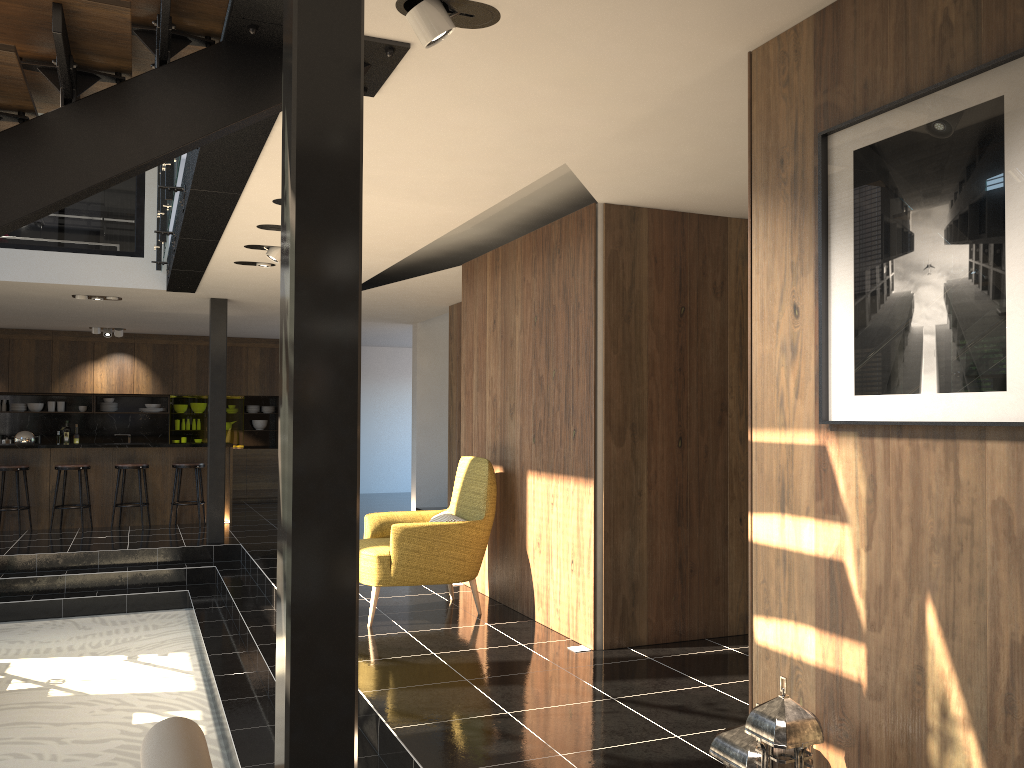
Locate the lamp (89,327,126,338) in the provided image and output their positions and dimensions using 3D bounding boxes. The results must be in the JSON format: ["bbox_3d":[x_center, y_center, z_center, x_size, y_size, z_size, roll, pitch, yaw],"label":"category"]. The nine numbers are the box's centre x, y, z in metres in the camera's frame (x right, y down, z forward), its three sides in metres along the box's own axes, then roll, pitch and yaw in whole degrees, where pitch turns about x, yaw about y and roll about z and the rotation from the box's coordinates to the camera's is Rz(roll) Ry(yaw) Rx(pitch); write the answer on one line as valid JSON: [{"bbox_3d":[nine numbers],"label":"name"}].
[{"bbox_3d":[-6.034,-0.838,13.234,0.501,0.280,0.349,1,-2,-23],"label":"lamp"}]

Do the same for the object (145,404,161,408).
[{"bbox_3d":[-5.901,0.374,14.579,0.254,0.088,0.254,0,-2,2],"label":"object"}]

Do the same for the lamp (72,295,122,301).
[{"bbox_3d":[-4.572,-1.008,9.779,0.501,0.194,0.349,1,-2,-23],"label":"lamp"}]

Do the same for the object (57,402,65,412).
[{"bbox_3d":[-7.134,0.361,14.028,0.109,0.161,0.109,1,-2,-10],"label":"object"}]

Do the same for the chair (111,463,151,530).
[{"bbox_3d":[-4.715,1.392,10.990,0.412,0.799,0.413,1,-2,-14],"label":"chair"}]

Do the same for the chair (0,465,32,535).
[{"bbox_3d":[-5.931,1.366,10.476,0.412,0.799,0.413,1,-2,-14],"label":"chair"}]

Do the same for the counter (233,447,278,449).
[{"bbox_3d":[-6.117,1.049,14.295,4.591,0.005,0.863,1,-2,-23],"label":"counter"}]

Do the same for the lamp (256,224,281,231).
[{"bbox_3d":[-1.591,-1.125,6.146,0.346,0.177,0.195,1,-2,-23],"label":"lamp"}]

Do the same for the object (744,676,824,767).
[{"bbox_3d":[0.781,1.165,2.548,0.182,0.642,0.182,1,-2,-23],"label":"object"}]

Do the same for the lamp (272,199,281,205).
[{"bbox_3d":[-1.289,-1.152,5.431,0.346,0.177,0.195,1,-2,-23],"label":"lamp"}]

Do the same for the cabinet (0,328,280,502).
[{"bbox_3d":[-6.116,0.563,14.301,6.893,2.689,0.869,1,-2,-23],"label":"cabinet"}]

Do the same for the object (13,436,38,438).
[{"bbox_3d":[-7.442,0.865,13.554,0.278,0.218,0.300,0,-2,10],"label":"object"}]

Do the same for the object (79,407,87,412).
[{"bbox_3d":[-6.856,0.412,14.170,0.122,0.072,0.122,0,-2,2],"label":"object"}]

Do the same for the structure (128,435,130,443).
[{"bbox_3d":[-6.197,0.924,14.112,0.243,0.231,0.174,1,-2,-23],"label":"structure"}]

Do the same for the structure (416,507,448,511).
[{"bbox_3d":[0.887,0.257,9.527,1.964,3.016,6.664,1,-2,-23],"label":"structure"}]

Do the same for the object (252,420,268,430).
[{"bbox_3d":[-4.330,0.706,15.233,0.264,0.170,0.264,-1,-3,42],"label":"object"}]

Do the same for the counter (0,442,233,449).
[{"bbox_3d":[-5.418,0.777,11.190,3.574,0.041,0.698,1,-2,-23],"label":"counter"}]

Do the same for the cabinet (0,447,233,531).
[{"bbox_3d":[-5.418,1.295,11.178,3.564,0.993,0.698,1,-2,-23],"label":"cabinet"}]

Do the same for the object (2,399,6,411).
[{"bbox_3d":[-7.871,0.332,13.742,0.060,0.185,0.060,-1,-2,36],"label":"object"}]

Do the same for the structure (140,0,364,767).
[{"bbox_3d":[-1.685,0.372,1.847,3.782,3.243,1.149,1,-2,-23],"label":"structure"}]

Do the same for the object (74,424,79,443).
[{"bbox_3d":[-6.978,0.841,14.207,0.077,0.395,0.077,0,-2,19],"label":"object"}]

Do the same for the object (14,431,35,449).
[{"bbox_3d":[-5.921,0.681,10.779,0.227,0.228,0.227,-1,-2,28],"label":"object"}]

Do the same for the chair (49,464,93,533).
[{"bbox_3d":[-5.323,1.379,10.733,0.412,0.799,0.413,1,-2,-14],"label":"chair"}]

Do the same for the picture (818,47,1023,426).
[{"bbox_3d":[1.114,-0.343,2.427,0.028,0.911,0.748,1,-2,-23],"label":"picture"}]

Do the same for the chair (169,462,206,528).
[{"bbox_3d":[-4.107,1.405,11.246,0.412,0.799,0.413,1,-2,-14],"label":"chair"}]

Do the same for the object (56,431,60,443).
[{"bbox_3d":[-7.212,0.890,14.094,0.058,0.287,0.058,1,-1,-10],"label":"object"}]

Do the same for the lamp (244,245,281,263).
[{"bbox_3d":[-1.893,-1.064,6.858,0.346,0.247,0.195,1,-2,-23],"label":"lamp"}]

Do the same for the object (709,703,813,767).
[{"bbox_3d":[0.783,1.254,2.796,0.262,0.483,0.262,1,-2,-23],"label":"object"}]

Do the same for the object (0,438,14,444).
[{"bbox_3d":[-7.725,0.892,13.559,0.195,0.143,0.210,-1,-2,25],"label":"object"}]

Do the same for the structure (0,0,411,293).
[{"bbox_3d":[-3.222,0.093,5.318,3.447,4.866,7.282,1,-2,-24],"label":"structure"}]

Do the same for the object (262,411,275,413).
[{"bbox_3d":[-4.201,0.488,15.281,0.220,0.033,0.220,2,-3,-39],"label":"object"}]

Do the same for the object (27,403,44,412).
[{"bbox_3d":[-7.473,0.372,13.910,0.234,0.138,0.234,0,-2,-3],"label":"object"}]

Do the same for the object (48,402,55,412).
[{"bbox_3d":[-7.258,0.358,13.976,0.109,0.161,0.109,2,-2,-40],"label":"object"}]

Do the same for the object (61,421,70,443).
[{"bbox_3d":[-7.121,0.810,14.139,0.133,0.451,0.116,1,-2,-23],"label":"object"}]

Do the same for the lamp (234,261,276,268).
[{"bbox_3d":[-2.195,-1.082,7.574,0.346,0.158,0.195,1,-2,-23],"label":"lamp"}]

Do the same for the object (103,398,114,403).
[{"bbox_3d":[-6.540,0.274,14.382,0.168,0.087,0.168,0,-2,-3],"label":"object"}]

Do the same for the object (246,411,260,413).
[{"bbox_3d":[-4.435,0.483,15.182,0.220,0.033,0.220,1,-2,-13],"label":"object"}]

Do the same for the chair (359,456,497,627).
[{"bbox_3d":[-0.653,1.080,6.384,1.031,1.097,0.808,1,-2,-24],"label":"chair"}]

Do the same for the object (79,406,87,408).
[{"bbox_3d":[-6.856,0.387,14.170,0.122,0.072,0.122,0,-2,2],"label":"object"}]

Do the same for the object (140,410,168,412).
[{"bbox_3d":[-5.898,0.449,14.577,0.438,0.039,0.438,0,-2,13],"label":"object"}]

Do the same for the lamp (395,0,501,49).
[{"bbox_3d":[-0.203,-1.204,2.854,0.346,0.262,0.195,1,-2,-23],"label":"lamp"}]
